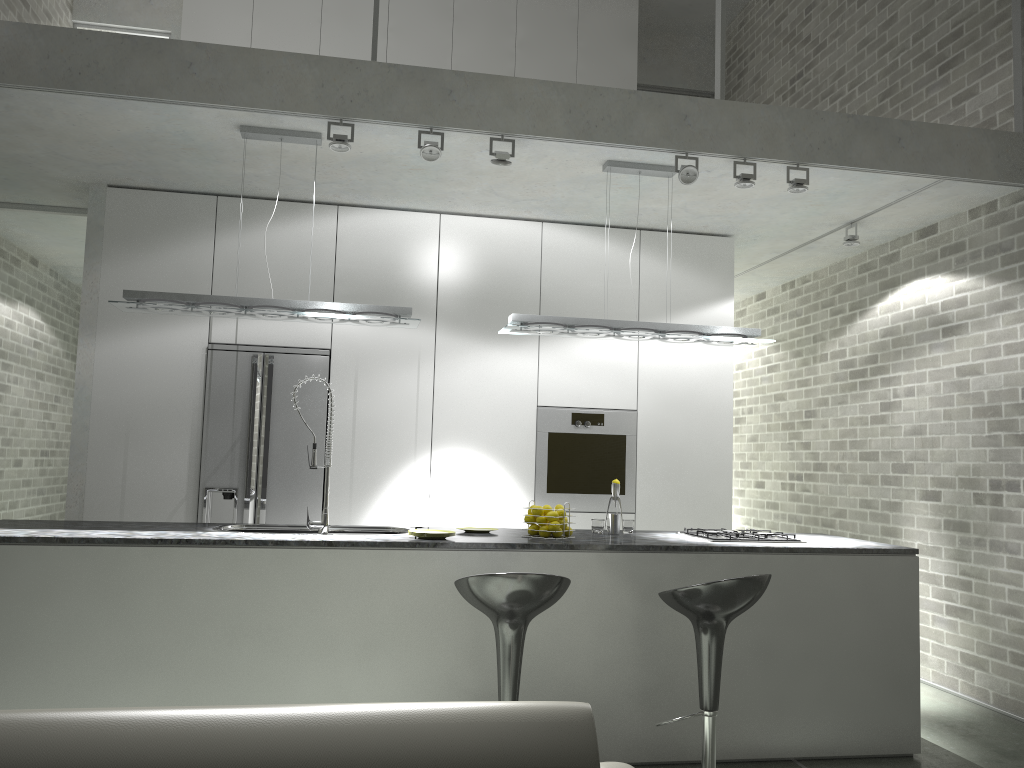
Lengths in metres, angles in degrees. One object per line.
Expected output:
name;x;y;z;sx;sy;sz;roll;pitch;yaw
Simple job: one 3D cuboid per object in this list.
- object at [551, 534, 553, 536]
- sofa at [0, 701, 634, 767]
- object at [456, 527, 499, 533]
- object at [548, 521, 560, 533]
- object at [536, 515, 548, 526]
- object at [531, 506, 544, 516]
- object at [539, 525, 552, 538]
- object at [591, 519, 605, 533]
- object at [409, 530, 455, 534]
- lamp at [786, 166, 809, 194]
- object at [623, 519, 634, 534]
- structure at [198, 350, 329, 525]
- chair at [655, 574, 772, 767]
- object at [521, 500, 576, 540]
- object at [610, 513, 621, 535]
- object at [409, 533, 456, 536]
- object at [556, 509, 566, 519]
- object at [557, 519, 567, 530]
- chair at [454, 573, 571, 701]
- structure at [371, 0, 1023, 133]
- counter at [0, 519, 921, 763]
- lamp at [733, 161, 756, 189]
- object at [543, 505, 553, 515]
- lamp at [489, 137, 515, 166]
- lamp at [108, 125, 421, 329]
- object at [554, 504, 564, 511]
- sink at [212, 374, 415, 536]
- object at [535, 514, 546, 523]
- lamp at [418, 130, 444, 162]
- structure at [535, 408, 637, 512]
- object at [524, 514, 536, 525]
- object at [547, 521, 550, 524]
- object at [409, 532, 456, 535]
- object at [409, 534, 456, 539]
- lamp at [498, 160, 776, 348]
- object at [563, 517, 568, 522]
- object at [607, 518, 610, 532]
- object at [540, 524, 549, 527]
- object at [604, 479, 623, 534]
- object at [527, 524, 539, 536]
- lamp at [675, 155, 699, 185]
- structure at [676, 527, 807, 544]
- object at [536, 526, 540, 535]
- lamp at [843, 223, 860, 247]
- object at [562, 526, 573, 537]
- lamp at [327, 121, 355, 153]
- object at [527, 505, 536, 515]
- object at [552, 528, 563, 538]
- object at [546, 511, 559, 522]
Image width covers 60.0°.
object;0.211;0.721;4.338;0.050;0.055;0.061;-1;-6;25
sofa;-0.616;1.119;1.794;2.114;0.717;0.902;3;-5;-10
object;-0.177;0.743;4.508;0.216;0.017;0.217;0;-5;15
object;0.201;0.680;4.224;0.061;0.054;0.052;7;-7;-43
object;0.144;0.658;4.272;0.052;0.053;0.062;-3;-7;41
object;0.125;0.613;4.281;0.063;0.051;0.053;-1;-6;27
object;0.160;0.709;4.260;0.064;0.063;0.074;2;-5;0
object;0.455;0.753;4.703;0.063;0.070;0.064;-1;-6;27
object;-0.366;0.683;4.064;0.216;0.017;0.217;0;-6;22
lamp;1.551;-1.110;4.812;0.109;0.135;0.109;-2;-6;37
object;0.621;0.761;4.737;0.064;0.070;0.063;2;-5;-2
structure;-1.576;0.755;5.588;0.743;1.900;0.160;3;-5;-10
chair;0.802;1.214;3.570;0.457;0.931;0.464;5;-6;-29
object;0.180;0.658;4.318;0.207;0.174;0.189;-2;-6;34
object;0.538;0.731;4.627;0.060;0.106;0.060;3;-5;-17
object;-0.367;0.693;4.063;0.216;0.017;0.217;0;-6;22
object;0.237;0.629;4.294;0.051;0.053;0.063;2;-5;-7
object;0.238;0.679;4.284;0.061;0.055;0.051;6;-7;-41
chair;-0.009;1.179;3.457;0.457;0.931;0.464;1;-5;4
structure;0.226;-2.020;4.647;5.560;0.972;0.070;3;-5;-10
counter;-0.288;1.211;4.295;4.400;0.960;0.900;3;-5;-10
lamp;1.249;-1.125;4.756;0.109;0.135;0.109;-2;-6;37
object;0.171;0.615;4.318;0.051;0.053;0.063;4;-5;-19
lamp;-0.053;-1.177;4.528;0.115;0.151;0.115;-2;-6;32
lamp;-1.205;-0.822;4.545;1.490;0.964;0.290;3;-5;-10
object;0.234;0.622;4.361;0.050;0.060;0.059;4;-5;-21
sink;-0.939;0.484;4.349;0.987;1.023;0.546;3;-5;-10
object;0.139;0.660;4.328;0.064;0.053;0.051;3;-5;-18
lamp;-0.406;-1.196;4.443;0.115;0.151;0.115;-1;-6;32
structure;0.506;0.515;5.970;0.692;0.680;0.036;3;-5;-10
object;0.089;0.657;4.300;0.063;0.051;0.053;-2;-7;38
object;0.195;0.700;4.380;0.052;0.053;0.062;0;-5;17
object;-0.366;0.688;4.063;0.216;0.017;0.217;0;-6;22
object;-0.367;0.697;4.062;0.216;0.017;0.217;0;-6;22
lamp;0.697;-0.732;4.893;1.490;0.964;0.290;3;-5;-10
object;0.247;0.670;4.343;0.053;0.054;0.061;-1;-6;26
object;0.547;0.764;4.794;0.063;0.070;0.064;-1;-6;27
object;0.164;0.707;4.303;0.057;0.060;0.052;3;-5;-15
object;0.546;0.642;4.649;0.101;0.288;0.088;0;-5;20
object;0.104;0.704;4.285;0.060;0.057;0.052;3;-5;-19
lamp;0.928;-1.132;4.679;0.131;0.154;0.098;3;-5;-10
structure;1.175;0.782;4.600;0.500;0.038;0.500;3;-5;-10
object;0.118;0.715;4.340;0.061;0.053;0.053;0;-6;22
lamp;2.261;-0.992;5.908;0.109;0.132;0.109;-1;-6;31
object;0.269;0.720;4.328;0.053;0.052;0.062;0;-5;19
lamp;-0.845;-1.223;4.370;0.109;0.136;0.109;-1;-6;32
object;0.104;0.621;4.329;0.052;0.060;0.057;5;-6;-32
object;0.218;0.712;4.258;0.051;0.053;0.063;3;-5;-12
object;0.194;0.636;4.253;0.061;0.052;0.053;2;-5;-7
